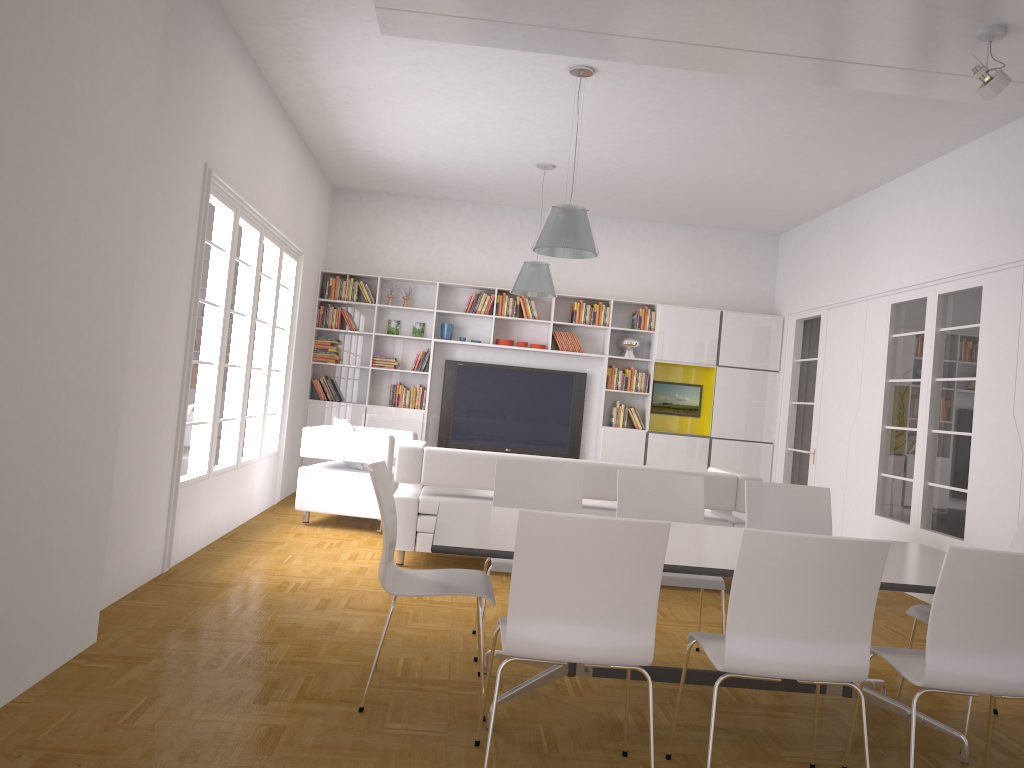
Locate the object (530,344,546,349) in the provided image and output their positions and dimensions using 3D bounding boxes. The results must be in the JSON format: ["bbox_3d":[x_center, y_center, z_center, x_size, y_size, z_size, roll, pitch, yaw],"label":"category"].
[{"bbox_3d":[0.300,-0.428,10.256,0.182,0.054,0.183,5,-1,-7],"label":"object"}]

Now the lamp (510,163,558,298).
[{"bbox_3d":[0.263,-1.479,8.505,0.464,1.250,0.464,5,-2,-4],"label":"lamp"}]

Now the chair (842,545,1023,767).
[{"bbox_3d":[1.555,0.995,3.032,0.561,0.932,0.575,5,-2,-3],"label":"chair"}]

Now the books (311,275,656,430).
[{"bbox_3d":[-0.315,-0.366,10.229,3.861,1.456,0.235,5,-2,-3],"label":"books"}]

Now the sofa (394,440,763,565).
[{"bbox_3d":[0.438,0.968,6.668,2.622,0.849,0.822,5,-1,-3],"label":"sofa"}]

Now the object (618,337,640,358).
[{"bbox_3d":[1.362,-0.416,10.334,0.256,0.239,0.256,5,-1,4],"label":"object"}]

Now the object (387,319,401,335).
[{"bbox_3d":[-1.374,-0.652,10.290,0.144,0.190,0.051,5,-2,-3],"label":"object"}]

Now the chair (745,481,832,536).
[{"bbox_3d":[1.476,1.009,4.587,0.561,0.932,0.575,5,-2,-3],"label":"chair"}]

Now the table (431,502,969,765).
[{"bbox_3d":[0.845,1.040,3.768,2.410,0.723,1.210,5,-1,-3],"label":"table"}]

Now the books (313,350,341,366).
[{"bbox_3d":[-2.115,-0.295,10.134,0.284,0.153,0.207,5,-1,-3],"label":"books"}]

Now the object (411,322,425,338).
[{"bbox_3d":[-1.087,-0.625,10.306,0.144,0.190,0.051,5,-2,-3],"label":"object"}]

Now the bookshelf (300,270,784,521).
[{"bbox_3d":[0.375,0.202,10.289,5.364,2.481,0.389,5,-2,-3],"label":"bookshelf"}]

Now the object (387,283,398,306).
[{"bbox_3d":[-1.373,-1.026,10.216,0.120,0.279,0.179,5,-2,2],"label":"object"}]

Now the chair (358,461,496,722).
[{"bbox_3d":[-0.361,0.827,3.720,0.575,0.932,0.560,5,-2,-3],"label":"chair"}]

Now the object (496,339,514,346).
[{"bbox_3d":[-0.082,-0.473,10.254,0.210,0.073,0.211,6,-1,-28],"label":"object"}]

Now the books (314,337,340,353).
[{"bbox_3d":[-2.117,-0.445,10.139,0.252,0.153,0.207,5,-1,-3],"label":"books"}]

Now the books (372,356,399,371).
[{"bbox_3d":[-1.450,-0.233,10.172,0.284,0.153,0.207,5,-1,-3],"label":"books"}]

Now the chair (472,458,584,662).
[{"bbox_3d":[0.122,0.882,4.510,0.561,0.932,0.575,5,-2,-3],"label":"chair"}]

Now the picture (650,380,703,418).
[{"bbox_3d":[1.942,0.179,10.485,0.609,0.388,0.007,5,-2,-3],"label":"picture"}]

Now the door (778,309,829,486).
[{"bbox_3d":[3.109,0.458,9.524,0.139,2.456,1.008,5,-2,-3],"label":"door"}]

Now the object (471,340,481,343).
[{"bbox_3d":[-0.415,-0.483,10.222,0.124,0.032,0.123,6,-1,-18],"label":"object"}]

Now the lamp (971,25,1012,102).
[{"bbox_3d":[2.423,-1.602,4.461,0.174,0.364,0.167,4,-2,39],"label":"lamp"}]

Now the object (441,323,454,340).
[{"bbox_3d":[-0.751,-0.595,10.205,0.147,0.193,0.147,6,-2,-14],"label":"object"}]

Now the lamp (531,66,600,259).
[{"bbox_3d":[0.414,-1.499,5.967,0.464,1.250,0.464,5,-2,-4],"label":"lamp"}]

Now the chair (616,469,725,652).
[{"bbox_3d":[0.779,0.944,4.547,0.561,0.932,0.575,5,-2,-3],"label":"chair"}]

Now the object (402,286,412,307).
[{"bbox_3d":[-1.256,-1.005,10.240,0.179,0.260,0.119,5,-2,17],"label":"object"}]

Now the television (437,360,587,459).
[{"bbox_3d":[0.001,0.337,10.328,1.660,1.088,0.082,5,-2,-3],"label":"television"}]

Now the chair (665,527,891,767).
[{"bbox_3d":[0.898,0.934,2.995,0.561,0.932,0.575,5,-2,-3],"label":"chair"}]

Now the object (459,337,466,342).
[{"bbox_3d":[-0.569,-0.509,10.214,0.078,0.056,0.078,5,-1,22],"label":"object"}]

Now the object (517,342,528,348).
[{"bbox_3d":[0.119,-0.448,10.265,0.128,0.073,0.129,5,-1,-7],"label":"object"}]

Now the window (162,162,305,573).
[{"bbox_3d":[-2.167,-0.102,7.093,0.195,2.529,3.349,5,-1,-3],"label":"window"}]

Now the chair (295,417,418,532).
[{"bbox_3d":[-1.376,0.774,8.074,0.801,0.912,1.095,5,-1,7],"label":"chair"}]

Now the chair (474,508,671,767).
[{"bbox_3d":[0.201,0.869,2.955,0.561,0.932,0.575,5,-2,-3],"label":"chair"}]

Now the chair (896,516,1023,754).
[{"bbox_3d":[2.112,1.051,3.860,0.575,0.932,0.560,5,-2,-3],"label":"chair"}]
